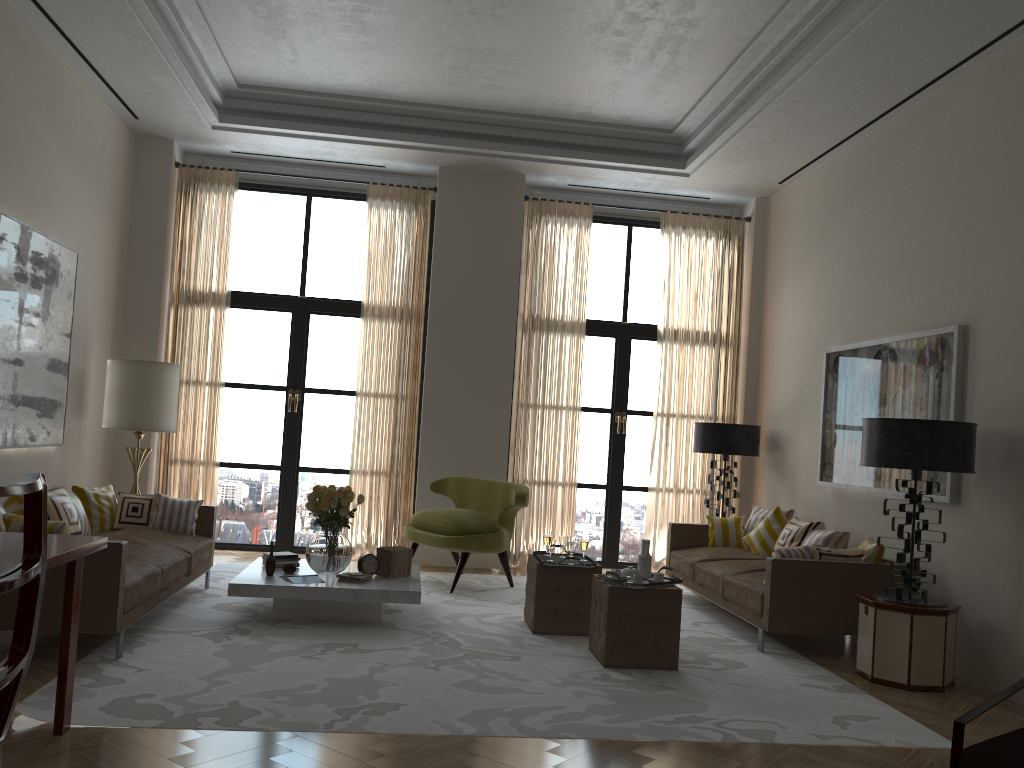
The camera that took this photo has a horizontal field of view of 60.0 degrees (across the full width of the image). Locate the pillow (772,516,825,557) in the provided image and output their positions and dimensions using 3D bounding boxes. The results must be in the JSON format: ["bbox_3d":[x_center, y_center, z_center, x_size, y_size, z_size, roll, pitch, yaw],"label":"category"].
[{"bbox_3d":[2.943,1.655,9.142,0.403,0.547,0.618,4,-3,-3],"label":"pillow"}]

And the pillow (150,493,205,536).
[{"bbox_3d":[-3.244,1.280,8.562,0.498,0.427,0.327,5,-2,-19],"label":"pillow"}]

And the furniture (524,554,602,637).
[{"bbox_3d":[0.450,1.890,7.965,0.614,0.615,0.614,4,-3,-6],"label":"furniture"}]

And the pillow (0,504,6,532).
[{"bbox_3d":[-3.672,1.035,6.232,0.356,0.575,0.623,5,-3,-28],"label":"pillow"}]

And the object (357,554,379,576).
[{"bbox_3d":[-1.305,1.644,8.051,0.082,0.209,0.205,2,-3,45],"label":"object"}]

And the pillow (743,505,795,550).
[{"bbox_3d":[2.885,1.685,10.108,0.356,0.575,0.623,5,-3,-28],"label":"pillow"}]

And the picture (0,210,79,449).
[{"bbox_3d":[-4.367,-0.442,7.543,0.045,1.997,3.064,4,-3,-6],"label":"picture"}]

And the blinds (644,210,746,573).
[{"bbox_3d":[2.445,0.164,11.888,1.242,4.870,0.419,4,-2,-5],"label":"blinds"}]

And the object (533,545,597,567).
[{"bbox_3d":[0.467,1.543,7.971,0.491,0.092,0.803,4,-3,-6],"label":"object"}]

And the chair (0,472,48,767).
[{"bbox_3d":[-1.780,0.973,2.287,0.878,1.504,0.656,4,-2,-7],"label":"chair"}]

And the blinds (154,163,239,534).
[{"bbox_3d":[-3.966,-0.287,11.151,0.780,4.882,0.419,4,-2,-4],"label":"blinds"}]

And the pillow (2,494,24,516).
[{"bbox_3d":[-3.639,1.045,6.636,0.766,0.616,0.356,2,-3,37],"label":"pillow"}]

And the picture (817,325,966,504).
[{"bbox_3d":[3.528,0.303,8.447,0.080,1.479,2.268,4,-3,-8],"label":"picture"}]

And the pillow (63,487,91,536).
[{"bbox_3d":[-3.840,1.190,7.566,0.371,0.565,0.660,4,-3,-11],"label":"pillow"}]

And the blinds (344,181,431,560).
[{"bbox_3d":[-1.593,-0.124,11.423,0.874,4.870,0.418,4,-2,-4],"label":"blinds"}]

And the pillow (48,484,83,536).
[{"bbox_3d":[-3.732,1.111,7.197,0.403,0.547,0.618,4,-3,-3],"label":"pillow"}]

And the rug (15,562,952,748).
[{"bbox_3d":[-0.357,2.106,7.852,5.519,0.065,5.737,4,-3,-6],"label":"rug"}]

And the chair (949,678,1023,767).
[{"bbox_3d":[2.479,1.509,3.657,1.136,1.134,0.877,6,-3,-41],"label":"chair"}]

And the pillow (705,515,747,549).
[{"bbox_3d":[2.471,1.726,10.209,0.482,0.432,0.318,4,-2,3],"label":"pillow"}]

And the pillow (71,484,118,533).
[{"bbox_3d":[-3.930,1.200,8.431,0.296,0.475,0.516,3,-3,15],"label":"pillow"}]

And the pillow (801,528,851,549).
[{"bbox_3d":[3.042,1.703,8.769,0.371,0.565,0.660,4,-3,-11],"label":"pillow"}]

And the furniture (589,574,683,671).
[{"bbox_3d":[0.962,1.865,6.987,0.614,0.615,0.614,4,-3,-6],"label":"furniture"}]

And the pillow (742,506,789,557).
[{"bbox_3d":[2.855,1.643,9.705,0.766,0.616,0.356,2,-3,37],"label":"pillow"}]

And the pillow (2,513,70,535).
[{"bbox_3d":[-3.266,1.117,6.127,0.482,0.432,0.318,4,-2,3],"label":"pillow"}]

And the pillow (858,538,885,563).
[{"bbox_3d":[3.136,1.624,7.906,0.296,0.475,0.516,3,-3,15],"label":"pillow"}]

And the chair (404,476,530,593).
[{"bbox_3d":[-0.617,1.678,10.038,1.030,1.212,1.790,6,-3,-39],"label":"chair"}]

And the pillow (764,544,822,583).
[{"bbox_3d":[2.447,1.601,7.773,0.498,0.427,0.327,5,-2,-19],"label":"pillow"}]

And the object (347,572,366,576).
[{"bbox_3d":[-1.372,1.673,7.811,0.139,0.019,0.137,5,-4,-22],"label":"object"}]

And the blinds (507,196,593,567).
[{"bbox_3d":[0.486,0.024,11.664,0.960,4.870,0.419,4,-2,-5],"label":"blinds"}]

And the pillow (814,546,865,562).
[{"bbox_3d":[2.814,1.628,7.779,0.464,0.411,0.304,4,-2,-8],"label":"pillow"}]

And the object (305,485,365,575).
[{"bbox_3d":[-1.622,1.330,8.074,0.540,0.821,0.627,4,-2,-11],"label":"object"}]

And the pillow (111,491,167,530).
[{"bbox_3d":[-3.611,1.259,8.556,0.464,0.411,0.304,4,-2,-8],"label":"pillow"}]
